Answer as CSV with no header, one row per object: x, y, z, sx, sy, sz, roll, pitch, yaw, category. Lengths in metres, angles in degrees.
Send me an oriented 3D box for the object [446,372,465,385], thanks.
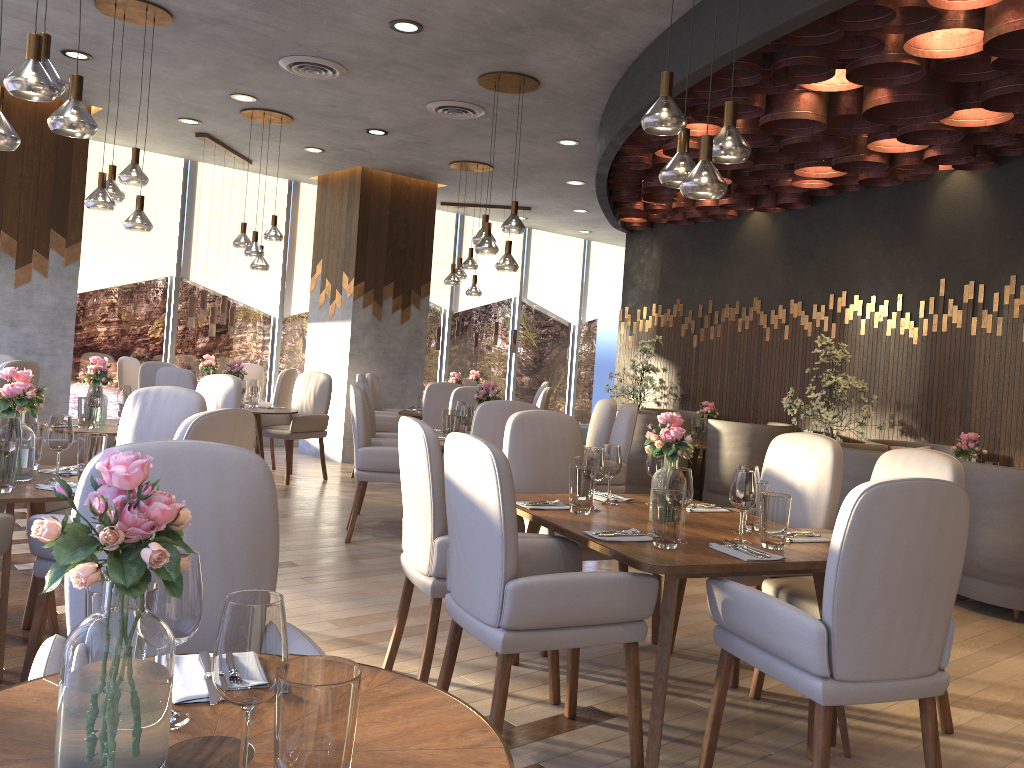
-0.584,0.084,9.077,0.210,0.416,0.197,4,0,27,object

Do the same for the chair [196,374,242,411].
-2.157,0.427,5.863,0.529,1.000,0.599,4,0,31,chair

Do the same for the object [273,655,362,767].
-0.236,0.429,1.058,0.102,0.178,0.102,4,0,31,object

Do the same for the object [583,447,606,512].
0.318,0.371,3.456,0.092,0.244,0.092,4,0,-5,object

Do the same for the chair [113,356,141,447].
-3.709,0.237,9.065,0.600,1.000,0.528,4,0,3,chair

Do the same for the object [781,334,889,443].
2.537,0.415,7.046,0.788,1.617,0.747,4,0,-14,object

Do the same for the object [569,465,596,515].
0.263,0.403,3.360,0.102,0.178,0.102,4,0,-18,object

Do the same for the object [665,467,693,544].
0.550,0.401,2.933,0.092,0.244,0.092,4,0,40,object

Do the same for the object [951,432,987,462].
2.918,0.515,5.689,0.197,0.416,0.210,4,0,-28,object

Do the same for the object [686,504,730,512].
0.760,0.509,3.683,0.255,0.019,0.157,3,2,-23,object

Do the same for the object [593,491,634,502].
0.416,0.482,3.796,0.157,0.019,0.255,3,2,-27,object

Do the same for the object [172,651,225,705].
-0.482,0.482,1.463,0.157,0.019,0.255,3,2,-24,object

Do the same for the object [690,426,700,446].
1.699,0.483,8.262,0.102,0.178,0.102,4,0,7,object

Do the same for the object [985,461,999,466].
3.004,0.610,5.559,0.092,0.244,0.092,4,0,23,object

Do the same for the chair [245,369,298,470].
-2.522,0.323,8.948,0.600,1.000,0.528,4,0,6,chair

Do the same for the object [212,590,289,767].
-0.330,0.389,1.109,0.092,0.244,0.092,4,0,-6,object

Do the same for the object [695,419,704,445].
1.763,0.453,8.353,0.092,0.244,0.092,4,0,23,object

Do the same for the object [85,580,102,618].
-0.601,0.396,1.354,0.102,0.178,0.102,4,0,-28,object

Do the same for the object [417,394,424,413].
-0.886,0.188,8.660,0.102,0.178,0.102,4,0,8,object

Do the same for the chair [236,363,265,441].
-3.022,0.270,9.657,0.528,1.000,0.599,4,0,7,chair

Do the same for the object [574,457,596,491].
0.302,0.397,3.681,0.102,0.178,0.102,4,0,-21,object

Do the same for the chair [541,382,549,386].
0.134,0.449,11.321,0.600,1.000,0.528,4,0,3,chair

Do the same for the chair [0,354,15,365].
-4.225,0.256,6.877,0.528,1.000,0.599,4,0,4,chair

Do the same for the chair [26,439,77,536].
-2.770,0.409,4.878,0.529,1.000,0.599,4,0,30,chair

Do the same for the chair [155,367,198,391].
-2.545,0.367,7.137,0.529,1.000,0.599,4,0,26,chair

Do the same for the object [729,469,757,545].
0.781,0.415,3.005,0.092,0.244,0.092,4,0,-19,object

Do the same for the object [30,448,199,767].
-0.512,0.290,1.142,0.197,0.416,0.210,4,0,-18,object

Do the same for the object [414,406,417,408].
-0.911,0.248,9.393,0.255,0.019,0.157,4,1,2,object

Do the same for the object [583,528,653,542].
0.379,0.501,2.960,0.255,0.019,0.157,3,2,-24,object

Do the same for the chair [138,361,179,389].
-3.220,0.288,8.381,0.528,1.000,0.599,4,0,9,chair

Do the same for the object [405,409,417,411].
-0.936,0.260,8.820,0.255,0.019,0.157,4,1,2,object

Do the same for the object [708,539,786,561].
0.738,0.529,2.842,0.157,0.019,0.255,3,2,-22,object

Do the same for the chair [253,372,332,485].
-2.008,0.379,8.166,0.529,1.000,0.599,4,0,27,chair

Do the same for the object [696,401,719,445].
1.872,0.371,8.482,0.210,0.416,0.197,4,0,27,object

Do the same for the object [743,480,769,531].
0.896,0.449,3.289,0.102,0.178,0.102,4,0,-7,object

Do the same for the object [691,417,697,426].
1.742,0.446,8.565,0.092,0.244,0.092,4,0,27,object

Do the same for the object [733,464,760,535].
0.844,0.415,3.194,0.092,0.244,0.092,4,0,19,object

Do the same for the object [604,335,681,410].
1.360,0.267,9.618,0.745,1.617,0.789,4,0,-34,object

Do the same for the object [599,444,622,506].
0.402,0.373,3.632,0.092,0.244,0.092,4,0,-24,object

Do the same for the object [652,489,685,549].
0.495,0.432,2.837,0.102,0.178,0.102,4,0,-18,object

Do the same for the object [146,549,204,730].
-0.504,0.372,1.300,0.092,0.244,0.092,4,0,41,object

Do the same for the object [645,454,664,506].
0.605,0.385,3.716,0.092,0.244,0.092,4,0,-20,object

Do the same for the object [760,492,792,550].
0.872,0.456,2.948,0.102,0.178,0.102,4,0,44,object

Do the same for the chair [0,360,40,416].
-3.698,0.310,6.190,0.600,1.000,0.528,4,0,7,chair

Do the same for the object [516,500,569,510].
0.146,0.471,3.484,0.255,0.019,0.157,3,2,-24,object

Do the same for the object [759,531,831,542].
0.998,0.539,3.161,0.255,0.019,0.157,3,2,-23,object
